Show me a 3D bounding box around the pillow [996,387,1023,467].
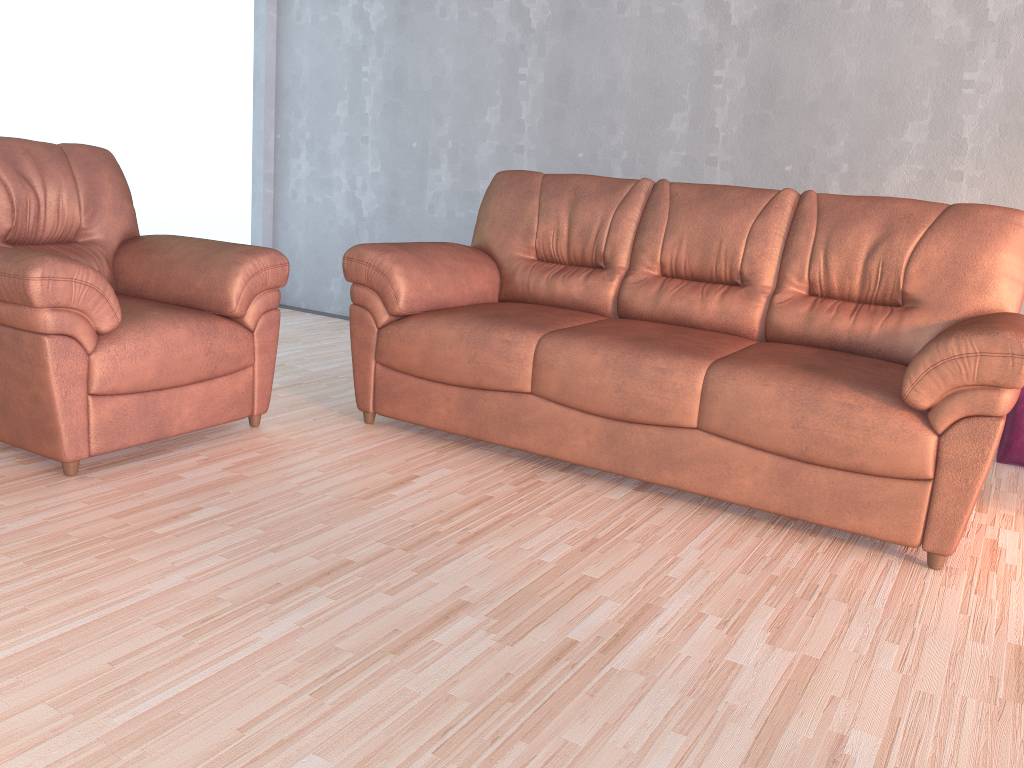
[{"bbox_3d":[2.074,0.167,3.424,0.327,0.326,0.241,10,14,23],"label":"pillow"}]

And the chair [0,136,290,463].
[{"bbox_3d":[-1.394,-0.337,2.906,0.936,0.879,0.970,12,15,28],"label":"chair"}]

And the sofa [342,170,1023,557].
[{"bbox_3d":[0.553,-0.239,3.070,2.202,0.923,0.981,12,15,29],"label":"sofa"}]
